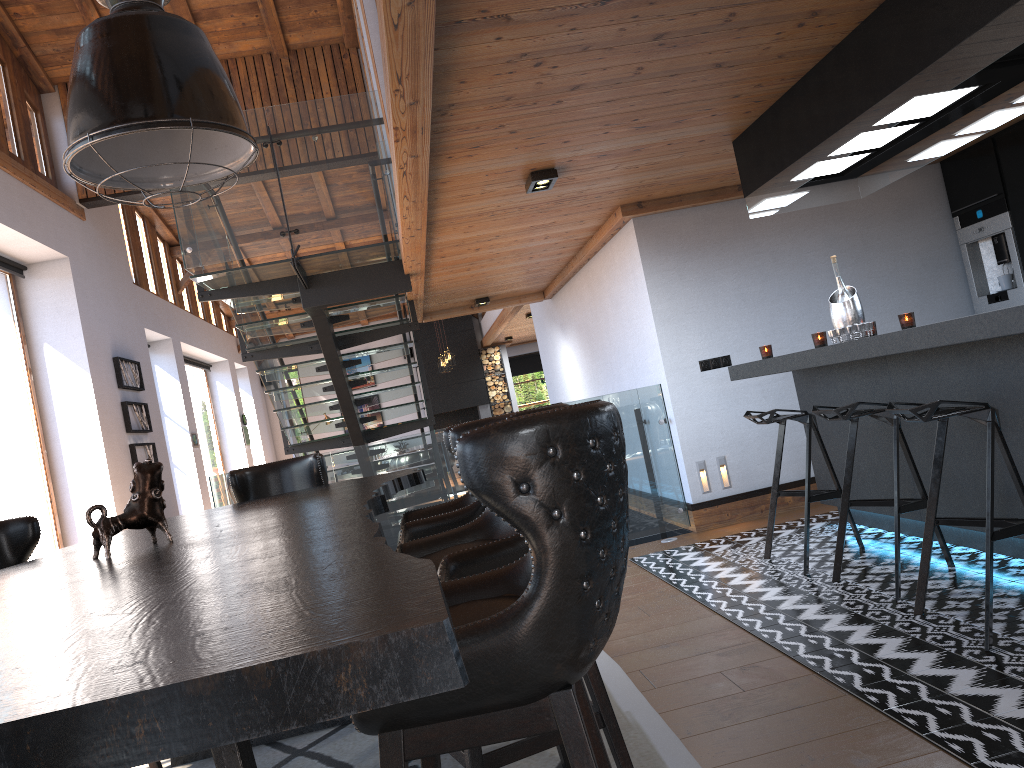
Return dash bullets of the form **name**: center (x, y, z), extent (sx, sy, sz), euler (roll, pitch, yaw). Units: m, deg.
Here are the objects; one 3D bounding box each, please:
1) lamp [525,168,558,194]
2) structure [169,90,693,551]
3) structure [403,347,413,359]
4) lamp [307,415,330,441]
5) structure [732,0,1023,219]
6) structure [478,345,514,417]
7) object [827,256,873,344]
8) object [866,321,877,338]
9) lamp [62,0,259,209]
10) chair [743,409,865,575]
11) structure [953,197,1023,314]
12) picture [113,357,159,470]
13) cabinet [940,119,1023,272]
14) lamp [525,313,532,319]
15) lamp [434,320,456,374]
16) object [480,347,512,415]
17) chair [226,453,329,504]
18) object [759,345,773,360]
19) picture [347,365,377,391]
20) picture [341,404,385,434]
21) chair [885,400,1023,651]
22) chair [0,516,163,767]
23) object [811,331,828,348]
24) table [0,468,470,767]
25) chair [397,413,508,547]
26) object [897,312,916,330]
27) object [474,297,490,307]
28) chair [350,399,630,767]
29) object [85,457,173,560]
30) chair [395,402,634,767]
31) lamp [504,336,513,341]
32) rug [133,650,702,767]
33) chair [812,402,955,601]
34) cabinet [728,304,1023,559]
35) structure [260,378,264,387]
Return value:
- **lamp**: center (0.164, -1.162, 5.050), extent (0.156, 0.068, 0.260), euler (-11, -2, -7)
- **structure**: center (-3.204, 1.628, 7.508), extent (9.243, 6.400, 10.985), euler (-11, -2, -7)
- **structure**: center (-2.321, -0.738, 19.640), extent (0.214, 0.349, 0.213), euler (-11, -2, -7)
- **lamp**: center (-4.013, 1.575, 18.189), extent (0.524, 1.899, 1.330), euler (-12, -2, 14)
- **structure**: center (1.847, -1.349, 3.613), extent (0.713, 0.476, 3.238), euler (-11, -2, -7)
- **structure**: center (-0.258, 0.481, 19.645), extent (0.503, 2.618, 0.510), euler (-11, -2, -7)
- **object**: center (1.731, -0.447, 4.627), extent (0.227, 0.452, 0.224), euler (-11, -2, -7)
- **object**: center (1.982, -0.300, 4.912), extent (0.080, 0.081, 0.078), euler (-10, -3, -42)
- **lamp**: center (-1.620, -2.915, 3.100), extent (0.613, 4.686, 0.629), euler (-13, -3, 38)
- **chair**: center (1.578, 0.516, 4.754), extent (0.471, 0.840, 0.537), euler (-11, -2, -7)
- **structure**: center (3.518, -0.821, 6.398), extent (0.256, 0.946, 0.595), euler (-11, -2, -7)
- **picture**: center (-4.251, 0.367, 10.054), extent (0.059, 1.312, 0.771), euler (-11, -2, -7)
- **cabinet**: center (4.045, -0.815, 3.544), extent (0.545, 2.381, 6.406), euler (-11, -2, -7)
- **lamp**: center (0.322, -1.174, 15.154), extent (0.156, 0.068, 0.260), euler (-11, -2, -7)
- **lamp**: center (-1.463, -1.316, 16.978), extent (0.263, 2.202, 0.797), euler (-11, -2, -16)
- **object**: center (-0.265, 0.490, 19.653), extent (0.495, 2.613, 0.464), euler (-11, -2, -8)
- **chair**: center (-1.100, 0.928, 4.466), extent (0.506, 1.092, 0.566), euler (-11, -2, -8)
- **object**: center (1.587, -0.199, 5.526), extent (0.078, 0.081, 0.080), euler (-13, -2, 28)
- **picture**: center (-3.497, -0.262, 19.534), extent (0.882, 0.816, 0.036), euler (-11, -2, -8)
- **picture**: center (-3.298, 0.712, 19.493), extent (0.882, 0.816, 0.036), euler (-11, -2, -8)
- **chair**: center (1.712, 0.439, 3.226), extent (0.469, 0.840, 0.538), euler (-12, -2, -1)
- **chair**: center (-1.676, 1.011, 3.079), extent (0.568, 1.092, 0.504), euler (-12, -2, 2)
- **object**: center (1.691, -0.242, 4.867), extent (0.080, 0.081, 0.078), euler (-10, -3, -42)
- **table**: center (-0.847, 0.905, 2.492), extent (1.434, 0.950, 3.783), euler (-11, -2, -7)
- **chair**: center (-0.154, 0.697, 3.350), extent (0.570, 1.092, 0.502), euler (-11, -2, -8)
- **object**: center (2.022, -0.321, 4.533), extent (0.080, 0.081, 0.078), euler (-10, -3, -42)
- **object**: center (-0.332, -0.906, 9.743), extent (0.156, 0.068, 0.260), euler (-11, -2, -7)
- **chair**: center (0.020, 0.613, 1.584), extent (0.568, 1.092, 0.504), euler (-12, -2, 2)
- **object**: center (-1.066, 0.343, 2.454), extent (0.224, 0.253, 0.114), euler (-10, -3, -44)
- **chair**: center (-0.005, 0.636, 2.404), extent (0.574, 1.092, 0.499), euler (-11, -2, -23)
- **lamp**: center (-0.074, -0.969, 18.911), extent (0.156, 0.068, 0.260), euler (-11, -2, -7)
- **rug**: center (-0.731, 1.356, 2.802), extent (2.560, 0.047, 5.610), euler (-11, -2, -7)
- **chair**: center (1.700, 0.467, 4.012), extent (0.471, 0.840, 0.536), euler (-11, -2, -10)
- **cabinet**: center (2.179, 0.214, 3.361), extent (0.892, 1.104, 4.783), euler (-11, -2, -7)
- **structure**: center (-5.342, -0.131, 19.207), extent (0.214, 0.349, 0.213), euler (-11, -2, -7)
